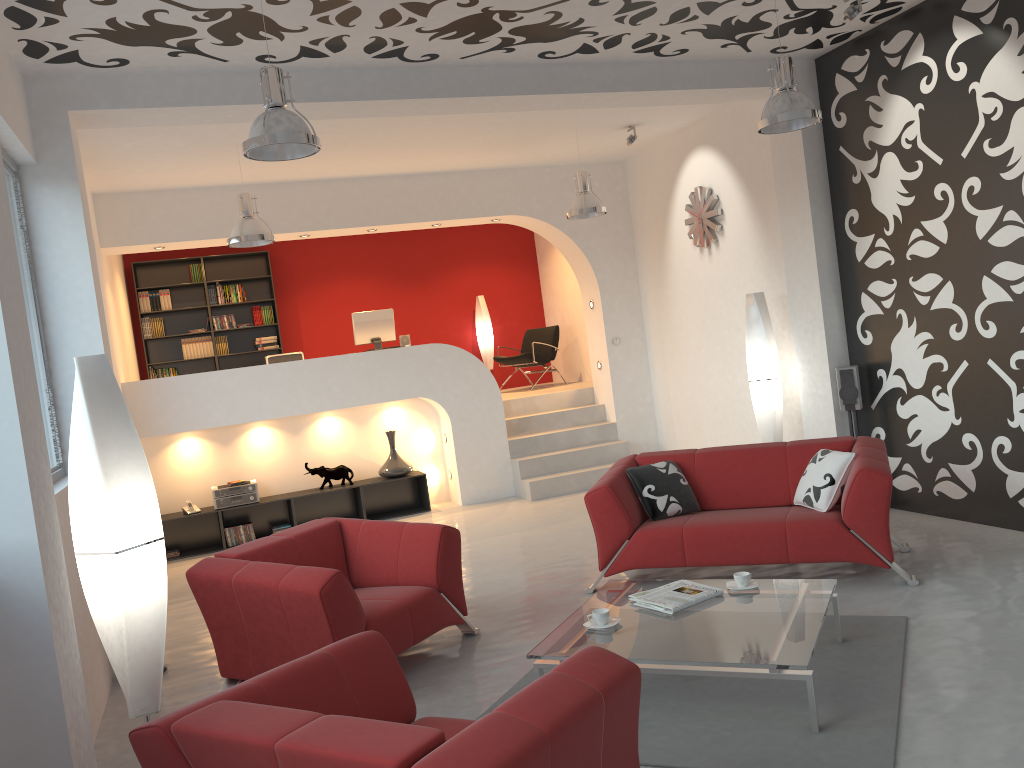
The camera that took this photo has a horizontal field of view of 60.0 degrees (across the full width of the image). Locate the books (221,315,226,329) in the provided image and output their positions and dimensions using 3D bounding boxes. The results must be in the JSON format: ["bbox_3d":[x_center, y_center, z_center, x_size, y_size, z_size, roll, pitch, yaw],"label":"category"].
[{"bbox_3d":[-3.688,-0.781,11.330,0.031,0.190,0.135,-8,3,-19],"label":"books"}]

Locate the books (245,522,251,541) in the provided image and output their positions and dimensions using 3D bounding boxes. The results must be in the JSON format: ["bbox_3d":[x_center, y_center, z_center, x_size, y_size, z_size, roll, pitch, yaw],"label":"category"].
[{"bbox_3d":[-2.617,1.477,8.809,0.031,0.190,0.135,-8,3,-19],"label":"books"}]

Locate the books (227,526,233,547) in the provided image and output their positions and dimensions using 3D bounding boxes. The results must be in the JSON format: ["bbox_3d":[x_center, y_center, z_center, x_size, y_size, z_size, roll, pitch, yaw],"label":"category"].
[{"bbox_3d":[-2.786,1.502,8.750,0.031,0.190,0.135,-8,3,-19],"label":"books"}]

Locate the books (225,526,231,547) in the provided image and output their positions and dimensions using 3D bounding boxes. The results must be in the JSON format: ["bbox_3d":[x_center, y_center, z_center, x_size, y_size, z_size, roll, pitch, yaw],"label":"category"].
[{"bbox_3d":[-2.800,1.504,8.745,0.031,0.190,0.135,-8,3,-19],"label":"books"}]

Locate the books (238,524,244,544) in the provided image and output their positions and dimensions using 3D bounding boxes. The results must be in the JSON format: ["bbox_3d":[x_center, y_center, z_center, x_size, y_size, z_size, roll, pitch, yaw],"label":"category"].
[{"bbox_3d":[-2.687,1.487,8.784,0.031,0.190,0.135,-8,3,-19],"label":"books"}]

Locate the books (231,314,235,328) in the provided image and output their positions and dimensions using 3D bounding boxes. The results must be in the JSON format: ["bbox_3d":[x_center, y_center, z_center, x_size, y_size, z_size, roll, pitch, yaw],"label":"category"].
[{"bbox_3d":[-3.575,-0.798,11.370,0.031,0.190,0.135,-8,3,-19],"label":"books"}]

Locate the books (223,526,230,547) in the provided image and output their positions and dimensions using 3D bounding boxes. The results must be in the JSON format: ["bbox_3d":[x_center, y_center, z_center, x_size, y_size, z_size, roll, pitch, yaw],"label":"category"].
[{"bbox_3d":[-2.814,1.506,8.740,0.031,0.190,0.135,-8,3,-19],"label":"books"}]

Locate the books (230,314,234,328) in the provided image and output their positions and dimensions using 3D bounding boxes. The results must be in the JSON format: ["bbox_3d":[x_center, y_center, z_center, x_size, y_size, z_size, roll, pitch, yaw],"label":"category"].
[{"bbox_3d":[-3.589,-0.796,11.365,0.031,0.190,0.135,-8,3,-19],"label":"books"}]

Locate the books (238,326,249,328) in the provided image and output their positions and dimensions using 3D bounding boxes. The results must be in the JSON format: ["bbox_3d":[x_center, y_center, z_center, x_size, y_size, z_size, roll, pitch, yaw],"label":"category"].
[{"bbox_3d":[-3.431,-0.731,11.420,0.190,0.015,0.135,-9,3,-24],"label":"books"}]

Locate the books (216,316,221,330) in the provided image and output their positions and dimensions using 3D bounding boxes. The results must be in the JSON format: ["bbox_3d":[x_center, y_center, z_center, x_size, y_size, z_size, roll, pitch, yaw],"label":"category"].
[{"bbox_3d":[-3.744,-0.773,11.311,0.031,0.190,0.135,-8,3,-19],"label":"books"}]

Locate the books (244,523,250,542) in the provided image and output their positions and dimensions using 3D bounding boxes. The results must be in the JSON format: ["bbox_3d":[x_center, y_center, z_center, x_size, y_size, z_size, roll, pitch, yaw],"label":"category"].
[{"bbox_3d":[-2.631,1.479,8.804,0.031,0.190,0.135,-8,3,-19],"label":"books"}]

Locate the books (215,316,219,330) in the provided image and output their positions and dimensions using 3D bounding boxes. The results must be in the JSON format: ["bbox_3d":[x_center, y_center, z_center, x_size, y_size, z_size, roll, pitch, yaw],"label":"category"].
[{"bbox_3d":[-3.758,-0.771,11.306,0.031,0.190,0.135,-8,3,-19],"label":"books"}]

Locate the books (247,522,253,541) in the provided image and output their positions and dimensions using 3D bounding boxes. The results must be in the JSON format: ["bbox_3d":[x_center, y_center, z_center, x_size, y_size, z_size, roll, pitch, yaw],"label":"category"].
[{"bbox_3d":[-2.603,1.475,8.814,0.031,0.190,0.135,-8,3,-19],"label":"books"}]

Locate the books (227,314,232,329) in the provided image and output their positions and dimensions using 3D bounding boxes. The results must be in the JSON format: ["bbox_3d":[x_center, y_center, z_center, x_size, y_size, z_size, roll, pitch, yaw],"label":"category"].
[{"bbox_3d":[-3.617,-0.792,11.355,0.031,0.190,0.135,-8,3,-19],"label":"books"}]

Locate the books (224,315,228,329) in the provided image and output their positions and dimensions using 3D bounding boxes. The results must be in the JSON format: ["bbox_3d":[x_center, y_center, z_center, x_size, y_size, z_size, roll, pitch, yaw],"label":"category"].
[{"bbox_3d":[-3.659,-0.786,11.340,0.031,0.190,0.135,-8,3,-19],"label":"books"}]

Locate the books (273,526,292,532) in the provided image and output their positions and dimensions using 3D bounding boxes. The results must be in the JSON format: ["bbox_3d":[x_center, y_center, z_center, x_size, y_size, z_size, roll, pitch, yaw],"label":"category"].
[{"bbox_3d":[-2.323,1.459,8.957,0.190,0.015,0.135,-8,3,-19],"label":"books"}]

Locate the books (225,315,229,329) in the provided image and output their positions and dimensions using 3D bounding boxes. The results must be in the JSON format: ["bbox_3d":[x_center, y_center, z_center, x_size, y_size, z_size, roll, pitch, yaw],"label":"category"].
[{"bbox_3d":[-3.645,-0.788,11.345,0.031,0.190,0.135,-8,3,-19],"label":"books"}]

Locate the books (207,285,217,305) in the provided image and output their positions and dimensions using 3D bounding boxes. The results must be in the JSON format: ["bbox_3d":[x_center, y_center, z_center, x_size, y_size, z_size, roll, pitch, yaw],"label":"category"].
[{"bbox_3d":[-3.815,-1.115,11.279,0.090,0.256,0.181,-8,3,-19],"label":"books"}]

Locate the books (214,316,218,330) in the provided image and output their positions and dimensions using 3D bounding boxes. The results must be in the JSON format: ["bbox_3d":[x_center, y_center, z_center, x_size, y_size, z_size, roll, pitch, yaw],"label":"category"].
[{"bbox_3d":[-3.772,-0.769,11.301,0.031,0.190,0.135,-8,3,-19],"label":"books"}]

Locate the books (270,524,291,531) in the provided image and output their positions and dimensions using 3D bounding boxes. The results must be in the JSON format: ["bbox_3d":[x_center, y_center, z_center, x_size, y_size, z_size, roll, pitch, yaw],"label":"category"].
[{"bbox_3d":[-2.337,1.446,8.960,0.190,0.015,0.135,-9,3,-24],"label":"books"}]

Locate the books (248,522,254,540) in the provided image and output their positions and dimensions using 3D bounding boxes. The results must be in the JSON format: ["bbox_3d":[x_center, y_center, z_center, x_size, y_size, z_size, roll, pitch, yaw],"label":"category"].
[{"bbox_3d":[-2.589,1.473,8.819,0.031,0.190,0.135,-8,3,-19],"label":"books"}]

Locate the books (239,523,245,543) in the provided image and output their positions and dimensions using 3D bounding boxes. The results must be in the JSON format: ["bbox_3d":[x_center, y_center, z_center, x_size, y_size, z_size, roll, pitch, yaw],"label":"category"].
[{"bbox_3d":[-2.673,1.485,8.789,0.031,0.190,0.135,-8,3,-19],"label":"books"}]

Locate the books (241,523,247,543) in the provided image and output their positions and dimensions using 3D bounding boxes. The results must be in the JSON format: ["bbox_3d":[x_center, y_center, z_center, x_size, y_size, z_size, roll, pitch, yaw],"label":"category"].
[{"bbox_3d":[-2.659,1.483,8.794,0.031,0.190,0.135,-8,3,-19],"label":"books"}]

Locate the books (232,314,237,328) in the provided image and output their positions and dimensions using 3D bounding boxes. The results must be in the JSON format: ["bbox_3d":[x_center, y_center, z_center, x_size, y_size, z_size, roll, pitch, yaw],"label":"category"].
[{"bbox_3d":[-3.561,-0.800,11.374,0.031,0.190,0.135,-8,3,-19],"label":"books"}]

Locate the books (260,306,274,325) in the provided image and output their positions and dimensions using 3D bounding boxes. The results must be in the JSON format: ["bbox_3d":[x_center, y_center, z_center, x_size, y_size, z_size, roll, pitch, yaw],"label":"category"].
[{"bbox_3d":[-3.179,-0.881,11.499,0.146,0.240,0.170,-8,3,-19],"label":"books"}]

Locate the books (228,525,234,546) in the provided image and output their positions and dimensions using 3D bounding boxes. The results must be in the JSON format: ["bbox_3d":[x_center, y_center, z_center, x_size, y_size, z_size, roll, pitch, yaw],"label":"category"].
[{"bbox_3d":[-2.772,1.500,8.755,0.031,0.190,0.135,-8,3,-19],"label":"books"}]

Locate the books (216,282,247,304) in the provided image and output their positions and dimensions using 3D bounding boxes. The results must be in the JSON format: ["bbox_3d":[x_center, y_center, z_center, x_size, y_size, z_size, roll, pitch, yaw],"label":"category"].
[{"bbox_3d":[-3.587,-1.163,11.333,0.341,0.286,0.231,-8,3,-19],"label":"books"}]

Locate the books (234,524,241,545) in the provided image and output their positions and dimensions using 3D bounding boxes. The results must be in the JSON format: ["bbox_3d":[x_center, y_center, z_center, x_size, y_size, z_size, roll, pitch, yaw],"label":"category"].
[{"bbox_3d":[-2.716,1.491,8.775,0.031,0.190,0.135,-8,3,-19],"label":"books"}]

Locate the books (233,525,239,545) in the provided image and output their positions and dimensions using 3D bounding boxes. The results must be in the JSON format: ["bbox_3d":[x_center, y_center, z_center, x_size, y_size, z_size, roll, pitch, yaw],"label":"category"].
[{"bbox_3d":[-2.730,1.493,8.770,0.031,0.190,0.135,-8,3,-19],"label":"books"}]

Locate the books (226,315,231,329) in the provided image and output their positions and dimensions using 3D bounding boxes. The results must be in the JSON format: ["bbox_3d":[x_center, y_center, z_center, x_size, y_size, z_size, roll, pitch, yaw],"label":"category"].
[{"bbox_3d":[-3.631,-0.790,11.350,0.031,0.190,0.135,-8,3,-19],"label":"books"}]

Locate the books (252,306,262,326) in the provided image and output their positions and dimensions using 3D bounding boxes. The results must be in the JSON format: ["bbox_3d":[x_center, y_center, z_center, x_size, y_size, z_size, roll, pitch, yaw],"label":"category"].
[{"bbox_3d":[-3.293,-0.872,11.460,0.090,0.256,0.181,-8,3,-19],"label":"books"}]

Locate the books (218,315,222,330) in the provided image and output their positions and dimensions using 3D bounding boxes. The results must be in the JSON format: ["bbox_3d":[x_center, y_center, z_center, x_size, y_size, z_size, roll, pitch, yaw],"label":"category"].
[{"bbox_3d":[-3.730,-0.775,11.316,0.031,0.190,0.135,-8,3,-19],"label":"books"}]

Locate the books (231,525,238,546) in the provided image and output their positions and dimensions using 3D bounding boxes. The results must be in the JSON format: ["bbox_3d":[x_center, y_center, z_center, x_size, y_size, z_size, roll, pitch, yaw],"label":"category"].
[{"bbox_3d":[-2.744,1.495,8.765,0.031,0.190,0.135,-8,3,-19],"label":"books"}]

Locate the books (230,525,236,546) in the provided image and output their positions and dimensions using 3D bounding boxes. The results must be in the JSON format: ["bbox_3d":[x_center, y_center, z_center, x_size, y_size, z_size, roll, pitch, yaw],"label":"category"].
[{"bbox_3d":[-2.758,1.497,8.760,0.031,0.190,0.135,-8,3,-19],"label":"books"}]

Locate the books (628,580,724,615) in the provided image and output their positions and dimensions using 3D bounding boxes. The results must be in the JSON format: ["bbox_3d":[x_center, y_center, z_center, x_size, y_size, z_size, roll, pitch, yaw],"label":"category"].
[{"bbox_3d":[0.790,1.023,4.280,0.367,0.035,0.345,-9,3,-29],"label":"books"}]

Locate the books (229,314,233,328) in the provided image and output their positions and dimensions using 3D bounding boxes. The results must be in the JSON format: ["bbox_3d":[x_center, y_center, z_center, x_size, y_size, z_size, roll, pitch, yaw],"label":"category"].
[{"bbox_3d":[-3.603,-0.794,11.360,0.031,0.190,0.135,-8,3,-19],"label":"books"}]

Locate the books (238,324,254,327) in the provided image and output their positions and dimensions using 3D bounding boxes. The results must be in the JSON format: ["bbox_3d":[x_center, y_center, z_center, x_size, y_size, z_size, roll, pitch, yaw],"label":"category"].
[{"bbox_3d":[-3.427,-0.747,11.421,0.190,0.015,0.135,-8,3,-19],"label":"books"}]

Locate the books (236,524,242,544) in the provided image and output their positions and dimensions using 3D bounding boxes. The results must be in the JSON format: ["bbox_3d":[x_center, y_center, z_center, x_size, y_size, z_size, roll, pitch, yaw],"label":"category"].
[{"bbox_3d":[-2.702,1.489,8.780,0.031,0.190,0.135,-8,3,-19],"label":"books"}]

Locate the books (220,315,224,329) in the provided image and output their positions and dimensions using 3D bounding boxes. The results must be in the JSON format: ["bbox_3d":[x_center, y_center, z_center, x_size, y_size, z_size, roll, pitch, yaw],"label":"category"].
[{"bbox_3d":[-3.702,-0.779,11.326,0.031,0.190,0.135,-8,3,-19],"label":"books"}]

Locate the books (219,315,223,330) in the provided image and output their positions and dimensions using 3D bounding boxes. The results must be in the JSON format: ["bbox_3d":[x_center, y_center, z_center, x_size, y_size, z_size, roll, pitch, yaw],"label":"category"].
[{"bbox_3d":[-3.716,-0.777,11.321,0.031,0.190,0.135,-8,3,-19],"label":"books"}]

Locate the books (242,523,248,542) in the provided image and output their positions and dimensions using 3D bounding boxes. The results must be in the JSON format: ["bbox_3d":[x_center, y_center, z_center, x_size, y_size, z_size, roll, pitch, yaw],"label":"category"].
[{"bbox_3d":[-2.645,1.481,8.799,0.031,0.190,0.135,-8,3,-19],"label":"books"}]

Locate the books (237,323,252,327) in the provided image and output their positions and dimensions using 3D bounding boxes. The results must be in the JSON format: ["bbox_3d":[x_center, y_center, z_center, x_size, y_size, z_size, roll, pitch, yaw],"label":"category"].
[{"bbox_3d":[-3.438,-0.760,11.417,0.190,0.015,0.135,-8,3,-14],"label":"books"}]

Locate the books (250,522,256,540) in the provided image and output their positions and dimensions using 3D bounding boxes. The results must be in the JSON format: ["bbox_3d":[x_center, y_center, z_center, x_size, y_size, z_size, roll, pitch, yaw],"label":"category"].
[{"bbox_3d":[-2.575,1.471,8.824,0.031,0.190,0.135,-8,3,-19],"label":"books"}]
